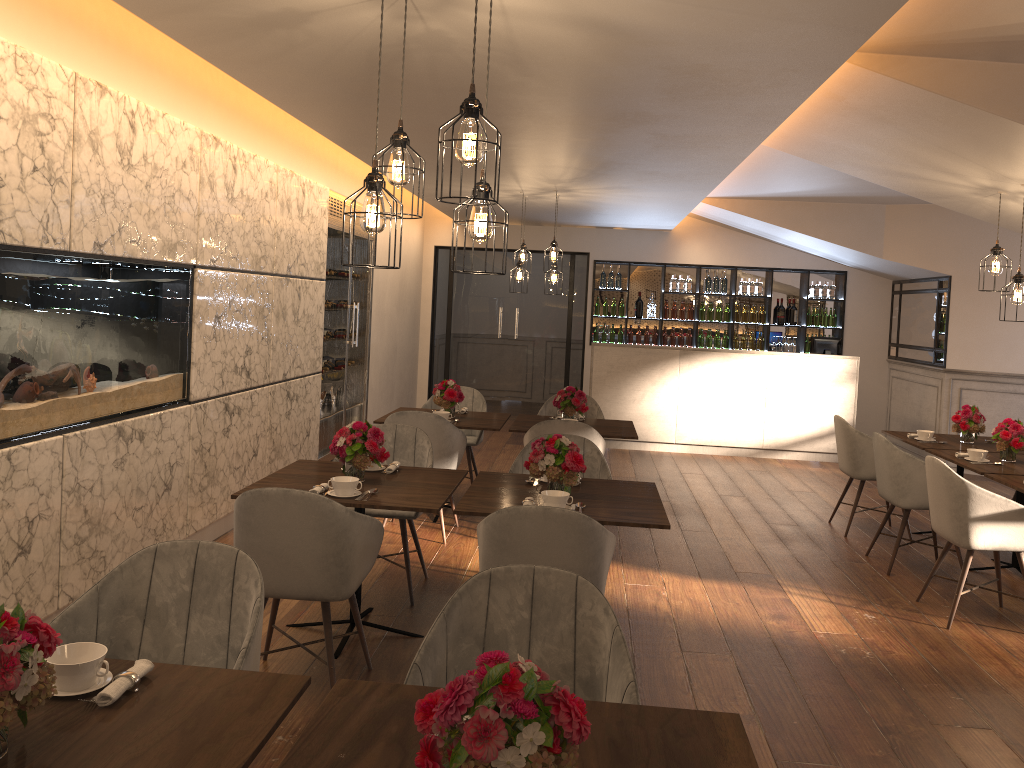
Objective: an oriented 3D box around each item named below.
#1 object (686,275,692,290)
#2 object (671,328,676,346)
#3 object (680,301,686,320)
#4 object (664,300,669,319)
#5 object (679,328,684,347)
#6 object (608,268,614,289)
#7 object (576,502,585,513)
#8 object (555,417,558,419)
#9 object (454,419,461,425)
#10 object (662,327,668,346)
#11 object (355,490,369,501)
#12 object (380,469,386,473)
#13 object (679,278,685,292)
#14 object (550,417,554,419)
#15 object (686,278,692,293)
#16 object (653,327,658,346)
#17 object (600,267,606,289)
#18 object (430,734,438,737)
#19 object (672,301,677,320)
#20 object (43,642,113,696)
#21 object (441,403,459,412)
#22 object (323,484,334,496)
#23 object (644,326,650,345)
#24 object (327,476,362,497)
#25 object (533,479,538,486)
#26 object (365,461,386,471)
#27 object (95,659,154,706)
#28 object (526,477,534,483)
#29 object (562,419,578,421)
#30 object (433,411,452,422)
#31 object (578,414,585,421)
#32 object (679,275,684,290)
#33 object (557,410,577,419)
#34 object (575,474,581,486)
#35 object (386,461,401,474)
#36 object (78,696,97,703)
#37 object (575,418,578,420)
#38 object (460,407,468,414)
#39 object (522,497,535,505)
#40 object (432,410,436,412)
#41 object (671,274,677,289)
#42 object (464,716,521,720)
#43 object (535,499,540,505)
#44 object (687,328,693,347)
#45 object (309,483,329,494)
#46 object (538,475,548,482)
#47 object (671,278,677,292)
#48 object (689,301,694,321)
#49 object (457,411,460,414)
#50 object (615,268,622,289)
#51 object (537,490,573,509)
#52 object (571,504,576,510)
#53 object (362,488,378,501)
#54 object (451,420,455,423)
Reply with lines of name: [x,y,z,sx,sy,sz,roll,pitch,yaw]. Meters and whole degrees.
object: [2.364,-1.349,11.799,0.069,0.208,0.040,3,2,5]
object: [2.165,-0.629,11.867,0.065,0.261,0.066,2,2,-16]
object: [2.292,-0.985,11.846,0.065,0.261,0.066,2,2,-16]
object: [2.072,-0.997,11.866,0.065,0.261,0.066,2,2,-16]
object: [2.275,-0.623,11.858,0.065,0.261,0.066,2,2,-16]
object: [1.330,-1.432,11.889,0.075,0.309,0.075,1,3,-42]
object: [0.297,0.536,3.792,0.043,0.015,0.198,3,5,1]
object: [0.344,0.268,6.860,0.022,0.004,0.211,3,5,5]
object: [-0.402,0.271,6.361,0.043,0.015,0.198,4,5,9]
object: [2.055,-0.636,11.877,0.065,0.261,0.066,2,2,-16]
object: [-0.652,0.487,3.883,0.022,0.004,0.211,3,5,5]
object: [-0.635,0.426,4.456,0.025,0.024,0.193,3,5,5]
object: [2.262,-1.318,11.809,0.070,0.189,0.041,3,2,5]
object: [0.317,0.260,6.870,0.043,0.015,0.198,4,5,9]
object: [2.362,-1.312,11.800,0.070,0.189,0.041,3,2,5]
object: [1.929,-0.643,11.888,0.065,0.261,0.066,2,2,-16]
object: [1.226,-1.437,11.898,0.075,0.309,0.075,4,2,30]
object: [-0.143,0.692,1.820,0.043,0.015,0.198,3,5,1]
object: [2.182,-0.991,11.856,0.065,0.261,0.066,2,2,-16]
object: [-0.941,0.616,1.909,0.148,0.072,0.149,1,5,-17]
object: [-0.489,0.184,6.959,0.148,0.072,0.148,5,5,27]
object: [-0.810,0.469,3.879,0.025,0.024,0.193,3,5,5]
object: [1.819,-0.649,11.898,0.065,0.261,0.066,2,2,-16]
object: [-0.730,0.451,3.862,0.148,0.072,0.149,-1,6,-42]
object: [0.121,0.481,4.373,0.022,0.004,0.211,3,5,5]
object: [-0.712,0.397,4.472,0.148,0.072,0.149,-1,6,-42]
object: [-0.829,0.639,1.900,0.056,0.039,0.176,3,5,5]
object: [0.087,0.473,4.383,0.043,0.015,0.198,3,5,1]
object: [0.407,0.290,6.270,0.148,0.072,0.149,-1,6,-42]
object: [-0.507,0.238,6.350,0.148,0.072,0.149,-1,6,-42]
object: [0.538,0.259,6.870,0.056,0.039,0.176,3,5,5]
object: [2.264,-1.354,11.807,0.069,0.208,0.040,3,2,5]
object: [0.425,0.236,6.879,0.148,0.072,0.148,5,5,27]
object: [0.315,0.472,4.382,0.056,0.039,0.176,3,5,5]
object: [-0.599,0.420,4.462,0.056,0.039,0.176,3,5,5]
object: [-0.864,0.645,1.893,0.025,0.024,0.193,3,5,5]
object: [0.502,0.265,6.863,0.025,0.024,0.193,3,5,5]
object: [-0.376,0.208,6.950,0.056,0.039,0.176,3,5,5]
object: [0.070,0.513,3.792,0.056,0.039,0.176,3,5,5]
object: [-0.597,0.209,6.950,0.043,0.015,0.198,4,5,9]
object: [2.164,-1.360,11.816,0.069,0.208,0.040,3,2,5]
object: [-0.027,0.668,1.828,0.148,0.072,0.149,1,5,-17]
object: [0.105,0.521,3.799,0.025,0.024,0.193,3,5,5]
object: [2.384,-0.617,11.848,0.065,0.261,0.066,2,2,-16]
object: [-0.844,0.461,3.873,0.056,0.039,0.176,3,5,5]
object: [0.202,0.449,4.391,0.148,0.072,0.149,-1,6,-42]
object: [2.162,-1.324,11.818,0.070,0.189,0.041,3,2,5]
object: [2.402,-0.978,11.836,0.065,0.261,0.066,2,2,-16]
object: [-0.412,0.213,6.944,0.025,0.024,0.193,3,5,5]
object: [1.434,-1.426,11.879,0.075,0.309,0.075,1,3,-38]
object: [0.184,0.502,3.782,0.148,0.072,0.149,-1,6,-42]
object: [0.262,0.539,3.802,0.022,0.004,0.211,3,5,5]
object: [-0.617,0.484,3.873,0.043,0.015,0.198,3,5,1]
object: [-0.429,0.275,6.370,0.022,0.004,0.211,3,5,5]
